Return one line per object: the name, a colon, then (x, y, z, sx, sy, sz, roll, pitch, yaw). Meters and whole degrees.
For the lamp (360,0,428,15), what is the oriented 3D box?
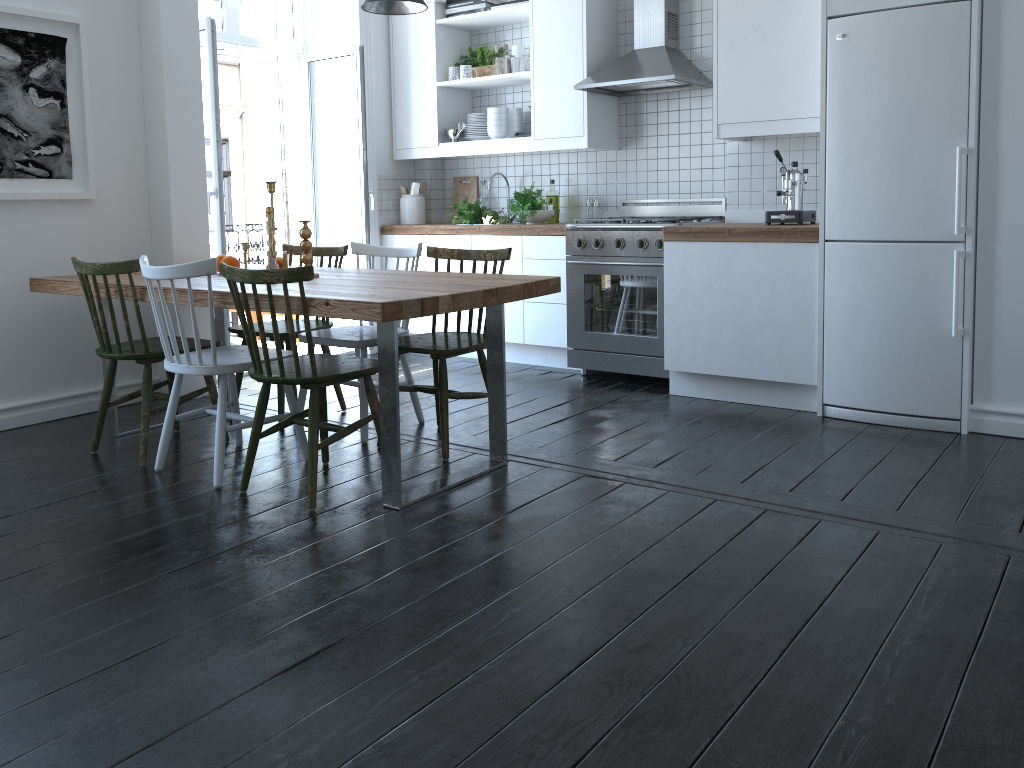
lamp: (-1.570, -1.994, 5.789, 2.712, 2.482, 0.496, 5, 8, 36)

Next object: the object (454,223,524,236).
object: (-0.141, -1.007, 5.832, 0.373, 0.110, 0.358, 7, 14, 35)

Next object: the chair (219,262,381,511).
chair: (-0.728, -0.033, 3.161, 0.469, 0.818, 0.490, 3, 8, 34)

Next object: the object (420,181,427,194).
object: (-0.647, -1.272, 6.180, 0.131, 0.293, 0.057, 1, 5, 16)

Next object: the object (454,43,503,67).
object: (-0.240, -2.178, 5.990, 0.348, 0.251, 0.165, 4, 8, 26)

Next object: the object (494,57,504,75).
object: (-0.072, -2.031, 5.644, 0.086, 0.118, 0.087, -5, 8, -31)

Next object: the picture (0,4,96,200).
picture: (-2.326, -1.309, 4.123, 0.083, 0.877, 0.695, 3, 8, 36)

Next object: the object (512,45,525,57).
object: (0.043, -2.119, 5.815, 0.085, 0.219, 0.085, 4, 8, 43)

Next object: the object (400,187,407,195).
object: (-0.745, -1.252, 6.170, 0.054, 0.260, 0.151, 0, 7, 11)

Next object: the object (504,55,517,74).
object: (-0.012, -2.020, 5.581, 0.086, 0.118, 0.087, -5, 8, -31)

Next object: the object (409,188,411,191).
object: (-0.680, -1.255, 6.206, 0.119, 0.247, 0.034, 3, 7, 36)

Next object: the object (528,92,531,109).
object: (0.204, -1.773, 5.733, 0.171, 0.362, 0.167, -3, 6, -17)

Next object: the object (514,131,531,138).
object: (0.120, -1.592, 5.645, 0.246, 0.042, 0.280, 5, 13, 28)

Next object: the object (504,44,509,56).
object: (-0.036, -2.148, 5.881, 0.056, 0.231, 0.056, 3, 7, 39)

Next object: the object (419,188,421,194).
object: (-0.651, -1.251, 6.189, 0.050, 0.244, 0.116, -1, 6, 1)

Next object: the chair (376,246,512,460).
chair: (-0.289, -0.164, 3.761, 0.469, 0.818, 0.490, 3, 8, 34)

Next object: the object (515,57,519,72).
object: (0.040, -2.036, 5.655, 0.086, 0.118, 0.087, 0, 7, 5)

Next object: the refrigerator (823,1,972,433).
refrigerator: (1.829, -0.758, 4.069, 0.578, 1.782, 0.687, 3, 7, 36)

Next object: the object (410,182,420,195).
object: (-0.692, -1.270, 6.179, 0.064, 0.287, 0.142, 0, 6, 10)

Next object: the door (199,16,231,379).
door: (-1.860, -1.052, 5.097, 0.588, 2.003, 0.105, 4, 7, 42)

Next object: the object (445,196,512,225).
object: (-0.204, -1.086, 5.788, 0.469, 0.304, 0.288, 0, 8, 9)

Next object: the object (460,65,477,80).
object: (-0.292, -2.054, 5.824, 0.108, 0.099, 0.084, 3, 9, 25)

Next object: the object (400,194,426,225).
object: (-0.696, -1.223, 6.174, 0.175, 0.206, 0.175, 5, 10, 40)

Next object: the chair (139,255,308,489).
chair: (-1.139, -0.085, 3.413, 0.468, 0.833, 0.515, 4, 8, 36)

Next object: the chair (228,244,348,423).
chair: (-1.088, -0.263, 4.315, 0.469, 0.818, 0.490, 3, 8, 34)

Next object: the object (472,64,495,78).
object: (-0.178, -2.085, 5.953, 0.395, 0.102, 0.155, 7, 13, 36)

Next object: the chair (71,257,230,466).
chair: (-1.527, -0.131, 3.716, 0.469, 0.818, 0.490, 3, 8, 34)

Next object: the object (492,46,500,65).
object: (-0.103, -2.142, 5.875, 0.060, 0.222, 0.060, 1, 6, 19)

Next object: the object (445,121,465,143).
object: (-0.379, -1.677, 5.877, 0.103, 0.133, 0.211, -8, 12, -41)

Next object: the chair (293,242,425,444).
chair: (-0.677, -0.227, 4.062, 0.468, 0.833, 0.515, 4, 8, 36)

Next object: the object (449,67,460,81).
object: (-0.383, -2.070, 5.909, 0.083, 0.099, 0.110, 0, 9, 5)

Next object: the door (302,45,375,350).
door: (-1.196, -1.252, 6.009, 0.587, 2.003, 0.106, 2, 6, 30)

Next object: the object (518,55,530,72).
object: (0.082, -2.021, 5.579, 0.086, 0.118, 0.087, 0, 7, 5)

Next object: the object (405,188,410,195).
object: (-0.725, -1.251, 6.186, 0.061, 0.248, 0.118, -3, 7, -24)
